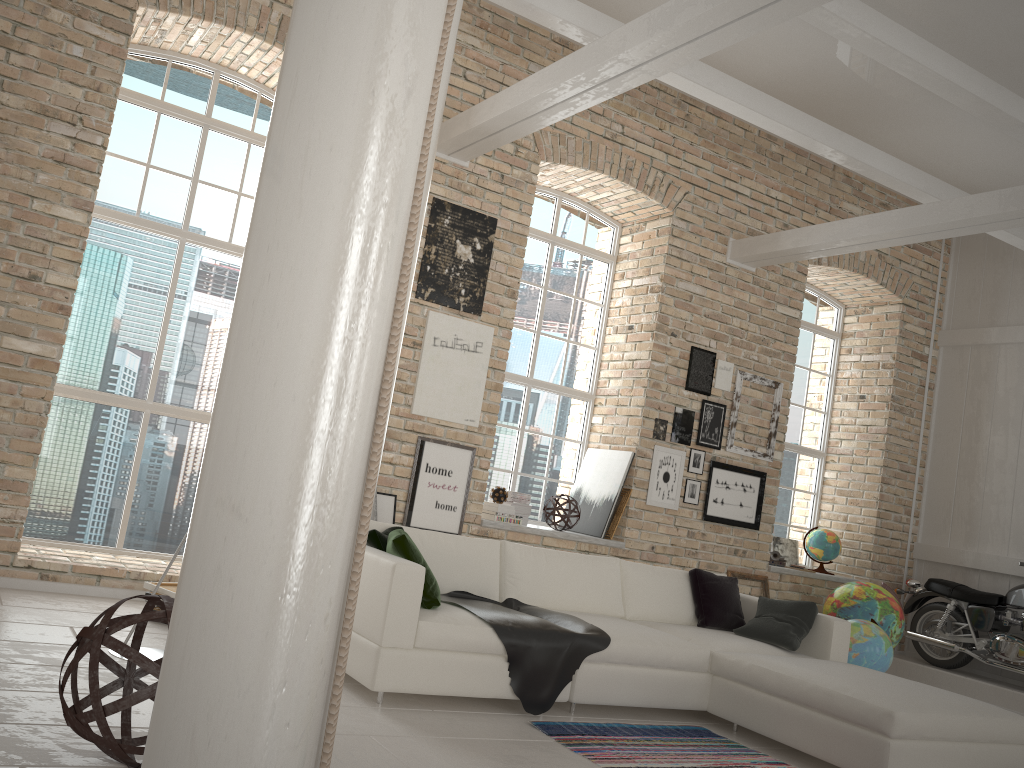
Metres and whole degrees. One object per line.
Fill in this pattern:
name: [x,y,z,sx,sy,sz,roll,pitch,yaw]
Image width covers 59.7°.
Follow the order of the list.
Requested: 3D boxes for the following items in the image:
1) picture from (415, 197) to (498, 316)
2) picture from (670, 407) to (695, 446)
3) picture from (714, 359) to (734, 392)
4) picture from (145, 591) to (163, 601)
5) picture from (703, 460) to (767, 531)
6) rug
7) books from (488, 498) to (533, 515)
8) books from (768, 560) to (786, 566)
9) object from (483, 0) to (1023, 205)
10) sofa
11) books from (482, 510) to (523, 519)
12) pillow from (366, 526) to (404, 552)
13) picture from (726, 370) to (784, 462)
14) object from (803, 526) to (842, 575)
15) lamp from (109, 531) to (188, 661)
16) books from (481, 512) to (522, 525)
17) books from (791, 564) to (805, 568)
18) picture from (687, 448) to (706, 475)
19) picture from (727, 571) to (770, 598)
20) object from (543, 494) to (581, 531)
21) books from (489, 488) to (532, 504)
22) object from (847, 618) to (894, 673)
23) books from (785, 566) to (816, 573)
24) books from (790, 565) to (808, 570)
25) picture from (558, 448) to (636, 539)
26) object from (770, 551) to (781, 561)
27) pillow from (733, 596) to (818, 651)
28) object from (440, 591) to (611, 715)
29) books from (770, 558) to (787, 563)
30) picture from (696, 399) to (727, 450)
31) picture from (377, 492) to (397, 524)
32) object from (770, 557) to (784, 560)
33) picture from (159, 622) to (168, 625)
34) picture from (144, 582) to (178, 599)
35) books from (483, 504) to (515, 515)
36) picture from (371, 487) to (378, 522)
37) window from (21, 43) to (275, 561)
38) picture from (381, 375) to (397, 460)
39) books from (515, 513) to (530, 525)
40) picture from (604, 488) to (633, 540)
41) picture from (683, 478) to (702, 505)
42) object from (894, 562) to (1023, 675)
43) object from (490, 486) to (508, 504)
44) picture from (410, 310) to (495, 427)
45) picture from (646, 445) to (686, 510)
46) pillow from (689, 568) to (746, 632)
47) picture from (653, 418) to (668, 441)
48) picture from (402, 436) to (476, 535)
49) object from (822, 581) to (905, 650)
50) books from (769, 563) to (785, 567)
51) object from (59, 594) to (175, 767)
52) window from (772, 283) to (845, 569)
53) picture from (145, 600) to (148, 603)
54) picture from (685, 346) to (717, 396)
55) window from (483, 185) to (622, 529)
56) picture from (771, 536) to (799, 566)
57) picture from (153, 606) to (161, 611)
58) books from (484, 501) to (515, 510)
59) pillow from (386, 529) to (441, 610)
picture: [-0.420,-0.960,6.776,0.557,0.782,0.039,13,-7,-27]
picture: [1.487,0.370,7.761,0.217,0.306,0.015,13,-7,-27]
picture: [1.901,-0.075,7.992,0.184,0.258,0.013,13,-7,-27]
picture: [-1.763,1.320,5.435,0.613,0.048,0.752,8,-7,17]
picture: [2.003,1.007,8.022,0.676,0.534,0.033,13,-7,-27]
rug: [1.319,1.766,3.470,1.329,0.008,2.841,15,-8,-32]
books: [-0.020,1.024,7.476,0.223,0.088,0.337,15,-8,-35]
books: [2.466,1.704,8.586,0.240,0.029,0.215,14,-8,-30]
object: [3.053,-0.445,2.718,9.583,4.788,12.545,14,-8,-30]
sofa: [0.747,1.445,4.826,3.102,0.840,2.297,14,-8,-29]
books: [-0.087,1.032,7.077,0.255,0.024,0.232,15,-8,-33]
pillow: [-0.647,0.968,4.861,0.326,0.364,0.396,8,-7,15]
picture: [2.217,0.298,8.146,0.571,0.747,0.027,13,-7,-27]
object: [3.133,1.679,8.989,0.314,0.464,0.346,12,-7,-25]
lamp: [-1.306,0.506,4.414,1.018,1.772,0.444,9,-6,6]
books: [-0.096,1.067,7.072,0.260,0.048,0.232,15,-8,-33]
books: [2.729,1.738,8.508,0.109,0.013,0.125,5,-8,35]
picture: [1.621,0.682,7.831,0.167,0.212,0.012,13,-7,-27]
picture: [2.134,2.082,7.961,0.479,0.746,0.235,13,-7,-28]
object: [0.409,1.060,7.355,0.286,0.307,0.327,15,-8,-39]
books: [-0.010,0.939,7.474,0.245,0.084,0.284,4,-9,40]
object: [2.682,2.120,6.885,0.460,0.630,0.436,8,-6,10]
books: [2.744,1.770,8.498,0.215,0.022,0.186,14,-8,-29]
books: [2.735,1.752,8.502,0.143,0.014,0.099,4,-9,41]
picture: [0.727,0.931,7.713,0.231,0.762,0.622,13,-7,-31]
object: [2.507,1.649,8.618,0.097,0.089,0.466,9,-7,9]
pillow: [1.680,1.495,5.666,0.319,0.304,0.444,15,-8,-40]
object: [-0.036,1.436,4.825,0.844,0.463,0.822,14,-8,-31]
books: [2.477,1.681,8.594,0.243,0.026,0.216,15,-8,-34]
picture: [1.771,0.363,7.906,0.276,0.408,0.011,13,-7,-27]
picture: [-1.091,1.029,6.289,0.545,0.567,0.155,13,-7,-28]
object: [2.485,1.659,8.585,0.202,0.020,0.168,14,-8,-29]
picture: [-1.771,1.432,5.406,0.616,0.048,0.750,8,-7,20]
picture: [-1.741,1.284,5.414,0.627,0.048,0.733,5,-9,37]
books: [-0.116,0.996,7.078,0.207,0.040,0.190,3,-10,46]
picture: [-1.175,0.867,6.167,0.515,0.581,0.300,13,-7,-29]
window: [0.727,-0.635,1.438,1.351,3.648,12.106,13,-7,-32]
picture: [-1.118,0.208,6.386,0.483,0.679,0.068,13,-7,-28]
books: [-0.033,1.105,7.466,0.226,0.088,0.333,13,-8,-26]
picture: [0.816,1.091,7.571,0.163,0.459,0.384,13,-7,-32]
picture: [1.577,0.945,7.803,0.167,0.212,0.012,13,-7,-27]
object: [4.489,2.029,7.883,0.765,1.326,2.307,14,-8,-36]
object: [-0.102,0.891,7.146,0.142,0.137,0.144,10,-6,-3]
picture: [-0.443,-0.108,6.729,0.558,0.783,0.039,13,-7,-27]
picture: [1.329,0.807,7.666,0.346,0.513,0.014,13,-7,-27]
pillow: [1.390,1.467,6.008,0.404,0.389,0.256,13,-7,-28]
picture: [1.271,0.390,7.646,0.128,0.178,0.009,12,-6,-22]
picture: [-0.545,0.804,6.662,0.491,0.755,0.013,13,-7,-28]
object: [3.124,2.207,7.969,0.699,0.922,0.613,5,-8,35]
books: [2.464,1.730,8.579,0.242,0.025,0.214,14,-8,-29]
object: [-1.187,0.967,2.915,0.581,0.542,0.504,5,-8,36]
window: [6.019,0.322,4.264,1.351,2.982,12.106,13,-7,-32]
picture: [-1.744,1.364,5.439,0.624,0.048,0.738,6,-8,29]
picture: [1.667,-0.112,7.862,0.280,0.393,0.019,13,-7,-27]
window: [3.413,-0.317,2.874,1.351,2.982,12.106,13,-7,-32]
picture: [2.835,1.748,9.250,0.372,0.292,0.071,13,-7,-28]
picture: [-1.791,1.394,5.436,0.599,0.048,0.771,10,-7,5]
books: [-0.105,0.963,7.084,0.172,0.030,0.188,16,-9,-41]
pillow: [-0.509,0.945,4.599,0.302,0.343,0.421,10,-6,-6]
